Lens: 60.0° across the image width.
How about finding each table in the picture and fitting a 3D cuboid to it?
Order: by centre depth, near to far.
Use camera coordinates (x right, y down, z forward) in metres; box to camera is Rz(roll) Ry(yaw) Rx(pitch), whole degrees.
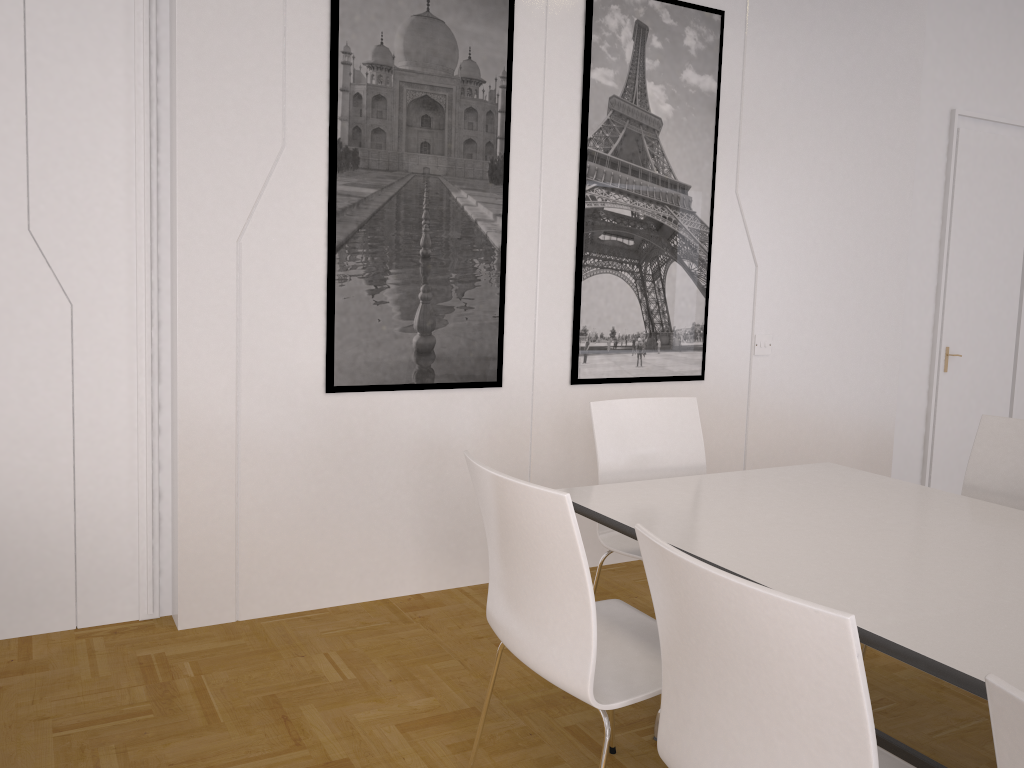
[{"bbox_3d":[1.196,0.806,1.946,1.211,0.721,2.415,-2,8,-29],"label":"table"}]

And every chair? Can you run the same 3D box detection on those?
[{"bbox_3d":[0.848,0.811,0.960,0.575,0.929,0.562,-1,7,-29],"label":"chair"},{"bbox_3d":[0.531,0.732,1.535,0.575,0.929,0.562,-1,7,-29],"label":"chair"},{"bbox_3d":[0.194,0.647,2.146,0.575,0.929,0.562,-1,7,-29],"label":"chair"},{"bbox_3d":[1.565,0.605,2.884,0.575,0.929,0.562,-1,7,-29],"label":"chair"},{"bbox_3d":[0.576,0.546,3.030,0.561,0.929,0.576,-1,7,-29],"label":"chair"}]

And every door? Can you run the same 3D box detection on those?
[{"bbox_3d":[2.995,-0.452,5.683,0.871,2.448,0.132,-1,7,-29],"label":"door"}]

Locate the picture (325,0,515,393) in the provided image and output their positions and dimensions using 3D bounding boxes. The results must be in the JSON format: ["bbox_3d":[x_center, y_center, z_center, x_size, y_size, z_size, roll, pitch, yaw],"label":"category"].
[{"bbox_3d":[-0.356,-0.858,3.587,0.787,1.776,0.013,-1,7,-29],"label":"picture"}]

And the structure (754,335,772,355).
[{"bbox_3d":[1.299,-0.202,4.587,0.114,0.104,0.013,-2,7,-29],"label":"structure"}]

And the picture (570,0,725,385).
[{"bbox_3d":[0.645,-0.889,4.135,0.787,1.776,0.016,-1,7,-29],"label":"picture"}]
